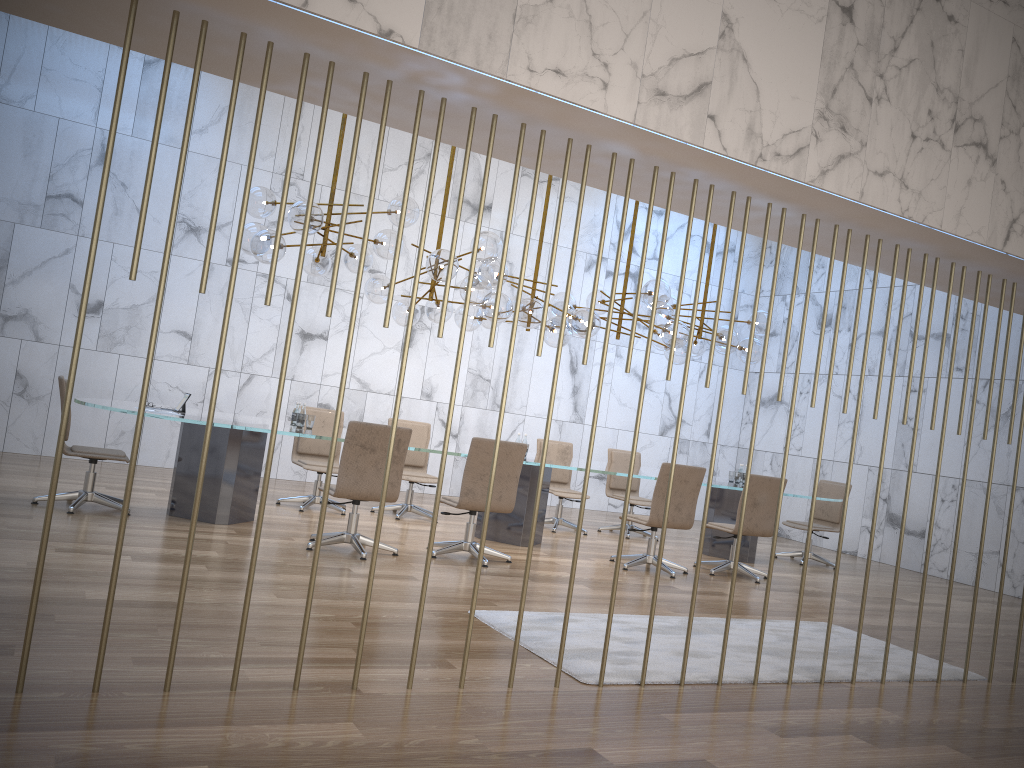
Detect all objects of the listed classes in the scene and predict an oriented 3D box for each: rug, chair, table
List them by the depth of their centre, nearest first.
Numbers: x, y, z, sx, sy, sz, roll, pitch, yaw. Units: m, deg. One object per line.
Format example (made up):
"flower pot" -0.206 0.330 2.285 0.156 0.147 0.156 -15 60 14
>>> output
"rug" 1.356 1.591 5.410 3.025 0.034 1.320 10 -3 -28
"chair" -1.163 0.784 6.794 0.726 1.000 0.697 10 -2 -27
"chair" -3.300 0.475 6.955 0.697 1.000 0.726 10 -2 -27
"chair" -0.287 0.931 7.251 0.726 1.000 0.697 10 -2 -27
"chair" 1.336 1.204 8.096 0.726 1.000 0.697 10 -2 -27
"chair" 2.207 1.350 8.550 0.726 1.000 0.697 10 -2 -27
"table" 0.017 1.109 8.677 7.924 0.835 2.092 10 -2 -27
"chair" -1.920 0.755 8.921 0.726 1.000 0.697 10 -3 -28
"chair" -1.054 0.901 9.372 0.726 1.000 0.697 10 -3 -28
"chair" 0.566 1.173 10.216 0.726 1.000 0.697 10 -3 -28
"chair" 3.585 1.631 10.534 0.697 1.000 0.726 10 -2 -27
"chair" 1.443 1.320 10.673 0.726 1.000 0.697 10 -3 -28

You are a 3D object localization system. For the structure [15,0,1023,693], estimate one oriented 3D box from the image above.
"structure" 1.644 0.379 4.737 7.223 2.456 0.023 10 -2 -27

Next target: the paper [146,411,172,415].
"paper" -2.646 0.216 6.694 0.290 0.001 0.210 10 -3 -35

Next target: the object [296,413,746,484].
"object" 0.372 0.685 8.806 5.112 0.117 0.183 10 -2 -27

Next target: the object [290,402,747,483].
"object" 0.369 0.638 8.857 5.189 0.213 0.124 10 -2 -27

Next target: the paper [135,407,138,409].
"paper" -2.772 0.206 6.903 0.290 0.001 0.210 10 -3 -30

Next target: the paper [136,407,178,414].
"paper" -2.761 0.206 6.896 0.290 0.001 0.210 10 -3 -29

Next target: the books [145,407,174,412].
"books" -2.744 0.199 6.879 0.205 0.012 0.126 10 -3 -30

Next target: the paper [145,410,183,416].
"paper" -2.645 0.215 6.694 0.290 0.001 0.210 10 -3 -34

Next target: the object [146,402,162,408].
"object" -3.005 0.173 7.432 0.134 0.037 0.096 6 -3 41

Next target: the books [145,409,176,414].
"books" -2.716 0.204 6.792 0.205 0.012 0.239 10 -3 -40

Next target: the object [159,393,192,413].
"object" -2.761 0.142 7.264 0.205 0.159 0.255 10 -2 -27

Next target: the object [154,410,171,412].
"object" -2.644 0.207 6.735 0.011 0.011 0.158 7 -3 38

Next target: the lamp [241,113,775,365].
"lamp" 0.321 -1.688 8.733 5.672 2.716 1.557 10 -2 -27

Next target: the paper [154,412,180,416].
"paper" -2.646 0.216 6.694 0.290 0.001 0.210 10 -3 -33
